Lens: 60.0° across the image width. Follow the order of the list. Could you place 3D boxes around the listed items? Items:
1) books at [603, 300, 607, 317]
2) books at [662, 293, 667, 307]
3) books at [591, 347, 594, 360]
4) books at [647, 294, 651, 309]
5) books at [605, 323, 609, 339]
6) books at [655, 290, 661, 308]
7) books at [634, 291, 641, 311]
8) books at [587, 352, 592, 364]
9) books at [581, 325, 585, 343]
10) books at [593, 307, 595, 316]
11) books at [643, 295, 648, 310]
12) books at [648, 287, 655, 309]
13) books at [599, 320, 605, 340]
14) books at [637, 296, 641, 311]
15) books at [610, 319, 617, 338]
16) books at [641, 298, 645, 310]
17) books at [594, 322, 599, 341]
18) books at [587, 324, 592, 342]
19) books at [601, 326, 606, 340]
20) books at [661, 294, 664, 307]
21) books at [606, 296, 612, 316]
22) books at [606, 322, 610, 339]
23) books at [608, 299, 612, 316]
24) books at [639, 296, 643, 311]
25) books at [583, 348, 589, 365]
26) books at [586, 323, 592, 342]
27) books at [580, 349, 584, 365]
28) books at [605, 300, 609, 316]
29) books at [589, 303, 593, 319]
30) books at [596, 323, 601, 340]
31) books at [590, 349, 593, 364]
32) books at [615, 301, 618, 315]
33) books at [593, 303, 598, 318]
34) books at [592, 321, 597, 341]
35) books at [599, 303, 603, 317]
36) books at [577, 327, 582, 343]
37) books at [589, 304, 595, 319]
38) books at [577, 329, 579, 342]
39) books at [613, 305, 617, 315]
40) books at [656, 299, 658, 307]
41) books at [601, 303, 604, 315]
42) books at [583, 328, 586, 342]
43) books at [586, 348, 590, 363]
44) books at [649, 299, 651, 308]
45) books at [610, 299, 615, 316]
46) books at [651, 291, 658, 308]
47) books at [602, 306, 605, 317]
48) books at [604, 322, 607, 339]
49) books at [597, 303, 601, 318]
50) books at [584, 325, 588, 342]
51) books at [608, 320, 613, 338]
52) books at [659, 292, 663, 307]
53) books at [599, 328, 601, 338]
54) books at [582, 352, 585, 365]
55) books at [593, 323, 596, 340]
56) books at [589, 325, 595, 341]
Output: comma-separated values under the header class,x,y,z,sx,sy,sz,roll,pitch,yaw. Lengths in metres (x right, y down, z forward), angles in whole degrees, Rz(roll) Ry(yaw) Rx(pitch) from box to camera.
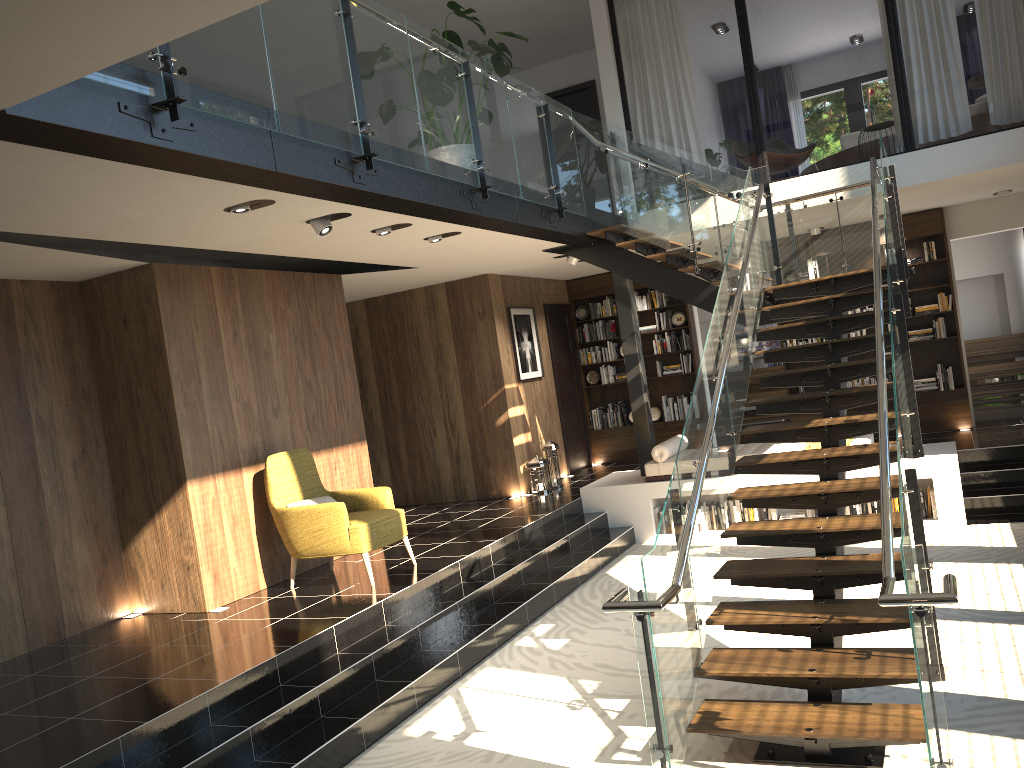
class,x,y,z,sx,sy,sz,roll,pitch,yaw
books,1.365,-1.075,12.644,0.039,0.230,0.205,-8,1,26
books,2.124,-1.201,12.281,0.013,0.262,0.217,-8,1,26
books,1.188,-0.418,12.830,0.019,0.236,0.138,-8,1,26
books,1.931,-1.153,12.419,0.042,0.223,0.163,-8,1,26
books,1.380,-0.761,12.679,0.014,0.230,0.172,-8,1,26
books,2.046,-1.209,12.304,0.017,0.302,0.266,-8,1,26
books,1.770,-1.156,12.412,0.011,0.276,0.287,-8,1,26
books,1.146,-0.378,12.838,0.037,0.169,0.148,-8,1,26
books,1.046,-0.725,12.860,0.066,0.255,0.127,-8,1,26
books,1.215,-1.029,12.759,0.020,0.181,0.153,-8,1,26
books,1.891,-1.142,12.422,0.034,0.211,0.205,-8,1,26
books,1.957,-1.197,12.353,0.015,0.303,0.251,-8,1,26
books,1.304,-0.771,12.701,0.033,0.273,0.189,-8,1,26
books,1.810,-1.132,12.452,0.019,0.216,0.214,-8,1,26
books,1.448,-0.789,12.656,0.035,0.267,0.133,-8,1,26
books,1.867,-1.118,12.442,0.034,0.171,0.158,-8,1,26
books,1.229,-0.756,12.729,0.019,0.264,0.174,-8,1,26
books,1.149,-0.742,12.781,0.027,0.261,0.180,-8,1,26
books,1.331,-0.732,12.679,0.025,0.188,0.181,-8,1,26
books,2.122,-1.162,12.311,0.027,0.186,0.219,-8,1,26
books,1.401,-1.105,12.609,0.012,0.278,0.227,-8,1,26
books,1.398,-0.769,12.675,0.024,0.242,0.144,-8,1,26
books,1.429,-1.092,12.625,0.020,0.245,0.228,-8,1,26
books,1.838,-1.132,12.458,0.027,0.207,0.202,-8,1,26
books,1.087,-0.402,12.833,0.022,0.235,0.194,-8,1,26
books,1.124,-0.742,12.787,0.022,0.267,0.197,-8,1,26
books,1.039,-0.391,12.896,0.030,0.224,0.165,-8,1,26
books,1.388,-1.083,12.619,0.025,0.239,0.219,-8,1,26
books,1.170,-1.049,12.769,0.017,0.234,0.199,-8,1,26
books,1.264,-0.756,12.742,0.032,0.255,0.159,-8,1,26
books,1.177,-0.402,12.844,0.018,0.208,0.126,-8,1,26
books,1.516,-1.091,12.608,0.030,0.217,0.165,-8,1,26
books,1.224,-1.051,12.730,0.026,0.222,0.202,-8,1,26
books,1.205,-0.764,12.764,0.015,0.288,0.154,-8,1,26
books,1.301,-1.057,12.708,0.014,0.212,0.184,-8,1,26
books,1.000,-0.706,12.862,0.023,0.231,0.143,-8,1,26
books,1.174,-1.041,12.727,0.024,0.216,0.209,-8,1,26
books,0.989,-0.697,12.888,0.023,0.215,0.147,-8,1,26
books,1.494,-1.053,12.633,0.040,0.149,0.125,-8,1,26
books,2.052,-1.158,12.346,0.021,0.197,0.200,-8,1,26
books,1.326,-1.056,12.715,0.025,0.203,0.156,-8,1,26
books,1.079,-0.704,12.817,0.025,0.204,0.191,-8,1,26
books,1.125,-0.407,12.867,0.018,0.232,0.123,-8,1,26
books,1.964,-1.142,12.403,0.029,0.191,0.177,-8,1,26
books,1.452,-1.090,12.626,0.020,0.235,0.206,-8,1,26
books,2.015,-1.178,12.374,0.064,0.247,0.209,-8,1,26
books,1.345,-1.035,12.677,0.035,0.156,0.186,-8,1,26
books,1.366,-0.764,12.699,0.028,0.240,0.148,-8,1,26
books,1.266,-1.054,12.718,0.059,0.216,0.159,-8,1,26
books,1.102,-0.733,12.803,0.035,0.255,0.183,-8,1,26
books,1.421,-0.783,12.668,0.025,0.263,0.147,-8,1,26
books,2.102,-1.175,12.348,0.037,0.218,0.144,-8,1,26
books,1.289,-0.743,12.727,0.024,0.220,0.123,-8,1,26
books,1.073,-0.379,12.875,0.045,0.192,0.164,-8,1,26
books,1.221,-0.751,12.754,0.018,0.256,0.172,-8,1,26
books,1.171,-0.737,12.749,0.039,0.243,0.179,-8,1,26
